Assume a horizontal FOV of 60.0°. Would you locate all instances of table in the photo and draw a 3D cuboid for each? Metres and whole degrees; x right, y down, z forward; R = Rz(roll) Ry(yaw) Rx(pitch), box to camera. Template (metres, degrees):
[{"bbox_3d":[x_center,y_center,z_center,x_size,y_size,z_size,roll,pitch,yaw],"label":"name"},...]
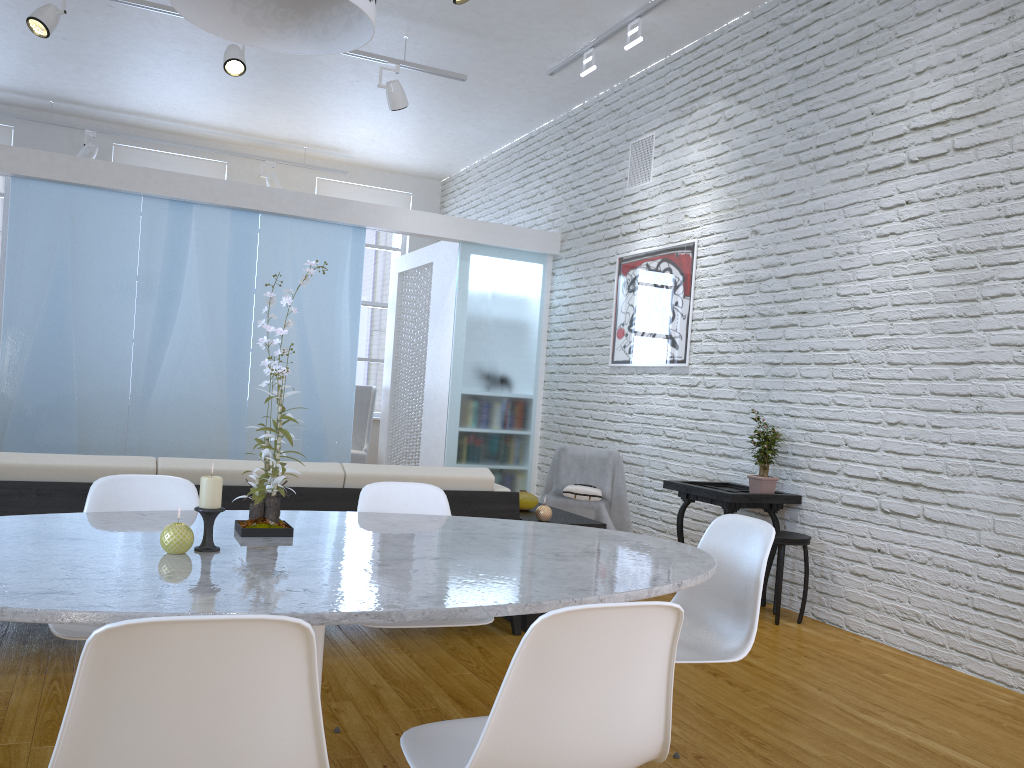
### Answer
[{"bbox_3d":[1.104,0.822,4.575,0.440,0.578,0.563,4,0,-25],"label":"table"},{"bbox_3d":[-0.430,0.658,1.891,1.911,0.623,1.069,4,0,-25],"label":"table"}]

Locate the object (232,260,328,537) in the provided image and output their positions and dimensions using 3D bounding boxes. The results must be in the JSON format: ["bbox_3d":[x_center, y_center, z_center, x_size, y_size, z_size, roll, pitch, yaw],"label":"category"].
[{"bbox_3d":[-0.537,0.025,1.991,0.166,0.638,0.202,4,1,4],"label":"object"}]

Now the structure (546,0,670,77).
[{"bbox_3d":[1.064,-2.044,4.389,0.053,0.182,3.901,4,0,-25],"label":"structure"}]

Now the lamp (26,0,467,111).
[{"bbox_3d":[-1.721,-2.073,5.247,3.120,0.487,0.205,4,1,-27],"label":"lamp"}]

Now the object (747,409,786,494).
[{"bbox_3d":[1.278,0.347,4.494,0.175,0.437,0.237,4,1,0],"label":"object"}]

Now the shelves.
[{"bbox_3d":[0.080,0.805,4.058,0.349,0.451,0.729,4,0,-25],"label":"shelves"}]

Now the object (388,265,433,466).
[{"bbox_3d":[-0.881,-0.014,7.771,0.051,2.017,0.922,4,1,-25],"label":"object"}]

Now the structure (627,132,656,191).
[{"bbox_3d":[0.869,-1.490,5.956,0.010,0.335,0.307,4,1,-25],"label":"structure"}]

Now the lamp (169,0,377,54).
[{"bbox_3d":[-0.421,-1.503,1.760,0.399,1.539,0.399,5,1,32],"label":"lamp"}]

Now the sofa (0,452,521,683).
[{"bbox_3d":[-1.377,0.599,4.148,5.341,0.679,9.713,4,-1,-25],"label":"sofa"}]

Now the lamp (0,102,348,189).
[{"bbox_3d":[-3.062,-2.135,8.184,3.121,0.487,0.197,4,1,-26],"label":"lamp"}]

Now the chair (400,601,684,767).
[{"bbox_3d":[0.051,0.476,1.425,0.406,0.352,0.419,4,0,-26],"label":"chair"}]

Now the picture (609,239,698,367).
[{"bbox_3d":[0.894,-0.497,5.738,0.010,0.769,0.919,4,0,-25],"label":"picture"}]

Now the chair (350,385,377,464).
[{"bbox_3d":[-1.558,0.484,8.378,0.472,0.961,0.378,4,1,0],"label":"chair"}]

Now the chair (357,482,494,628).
[{"bbox_3d":[-0.259,0.465,2.400,0.406,0.352,0.419,4,0,-21],"label":"chair"}]

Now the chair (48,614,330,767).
[{"bbox_3d":[-0.438,0.438,1.214,0.406,0.352,0.419,4,0,-22],"label":"chair"}]

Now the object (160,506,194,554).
[{"bbox_3d":[-0.649,0.282,1.722,0.063,0.091,0.062,4,1,23],"label":"object"}]

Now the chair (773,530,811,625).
[{"bbox_3d":[1.268,0.915,4.207,0.262,0.408,0.261,4,1,-43],"label":"chair"}]

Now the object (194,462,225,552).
[{"bbox_3d":[-0.603,0.243,1.770,0.059,0.176,0.059,3,1,-40],"label":"object"}]

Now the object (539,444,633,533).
[{"bbox_3d":[0.413,0.726,5.353,0.644,0.688,0.635,4,0,14],"label":"object"}]

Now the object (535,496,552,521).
[{"bbox_3d":[0.136,0.527,3.754,0.071,0.104,0.071,4,1,3],"label":"object"}]

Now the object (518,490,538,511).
[{"bbox_3d":[0.048,0.531,4.047,0.146,0.090,0.147,4,0,17],"label":"object"}]

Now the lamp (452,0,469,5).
[{"bbox_3d":[-1.050,-2.043,3.694,3.120,0.487,0.222,4,1,-25],"label":"lamp"}]

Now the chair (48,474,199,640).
[{"bbox_3d":[-0.885,0.417,2.137,0.406,0.352,0.419,4,0,-25],"label":"chair"}]

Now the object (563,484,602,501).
[{"bbox_3d":[0.431,0.641,5.269,0.232,0.085,0.224,4,0,11],"label":"object"}]

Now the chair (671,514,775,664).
[{"bbox_3d":[0.430,0.513,2.267,0.419,0.352,0.405,4,0,-23],"label":"chair"}]
